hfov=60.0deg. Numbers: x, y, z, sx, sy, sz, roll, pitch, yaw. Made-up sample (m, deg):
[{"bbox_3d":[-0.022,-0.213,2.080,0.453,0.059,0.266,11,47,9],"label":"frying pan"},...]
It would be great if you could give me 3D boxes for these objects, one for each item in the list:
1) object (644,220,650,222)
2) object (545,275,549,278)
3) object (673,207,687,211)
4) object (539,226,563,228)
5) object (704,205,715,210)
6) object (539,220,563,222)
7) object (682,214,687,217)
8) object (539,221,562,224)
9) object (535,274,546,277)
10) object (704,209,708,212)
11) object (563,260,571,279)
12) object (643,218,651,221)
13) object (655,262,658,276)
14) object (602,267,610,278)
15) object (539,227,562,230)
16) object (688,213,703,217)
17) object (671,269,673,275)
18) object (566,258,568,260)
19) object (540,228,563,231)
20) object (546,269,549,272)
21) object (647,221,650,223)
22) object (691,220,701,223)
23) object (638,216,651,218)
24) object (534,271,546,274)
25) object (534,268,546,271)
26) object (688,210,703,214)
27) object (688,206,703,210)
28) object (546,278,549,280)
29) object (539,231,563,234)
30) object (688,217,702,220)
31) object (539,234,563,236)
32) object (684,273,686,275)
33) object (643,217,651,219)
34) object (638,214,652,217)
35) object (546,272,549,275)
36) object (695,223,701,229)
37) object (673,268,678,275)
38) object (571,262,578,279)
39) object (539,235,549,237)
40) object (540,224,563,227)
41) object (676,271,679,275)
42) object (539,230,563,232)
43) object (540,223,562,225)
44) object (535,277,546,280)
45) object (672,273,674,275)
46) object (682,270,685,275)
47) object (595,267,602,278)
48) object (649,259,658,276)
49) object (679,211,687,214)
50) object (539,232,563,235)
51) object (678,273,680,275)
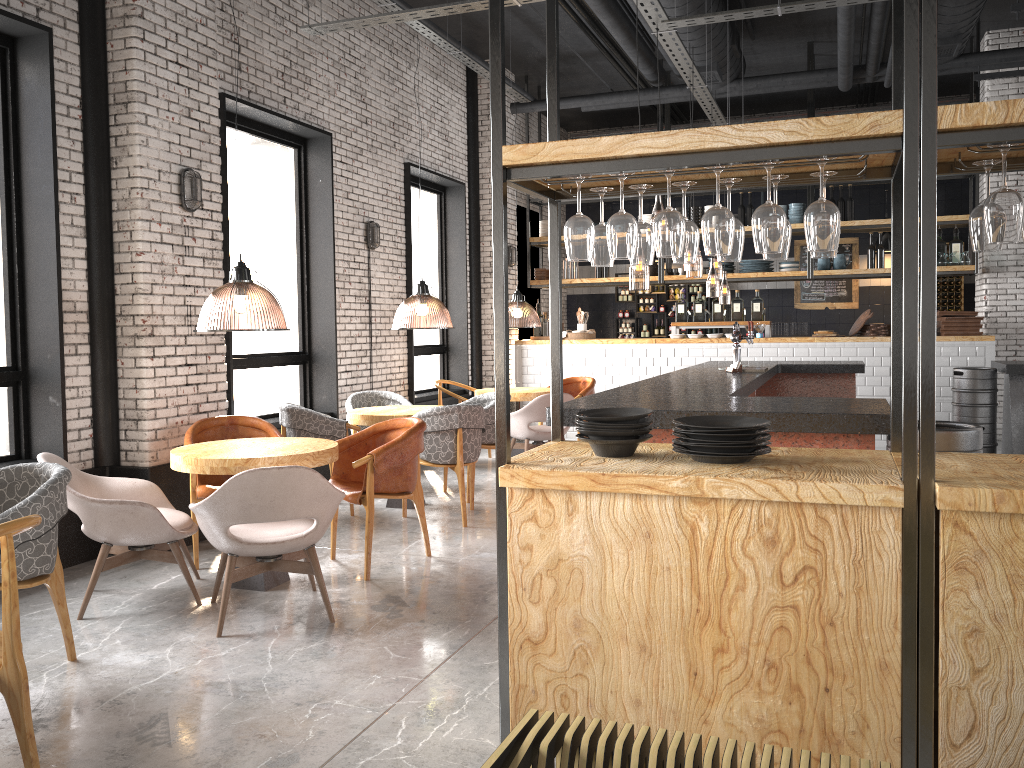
[{"bbox_3d":[1.896,-2.213,12.161,0.334,0.042,0.335,-1,4,4],"label":"object"},{"bbox_3d":[0.515,-1.555,12.846,0.157,0.053,0.168,0,4,20],"label":"object"},{"bbox_3d":[2.273,-2.333,12.023,0.196,0.105,0.196,2,4,42],"label":"object"},{"bbox_3d":[0.557,-2.224,12.657,0.335,0.038,0.335,2,5,41],"label":"object"},{"bbox_3d":[2.676,-2.329,11.874,0.196,0.103,0.197,-1,3,-2],"label":"object"},{"bbox_3d":[0.556,-2.302,12.654,0.334,0.039,0.335,0,4,11],"label":"object"},{"bbox_3d":[2.276,-2.243,12.024,0.196,0.100,0.197,-2,3,-14],"label":"object"},{"bbox_3d":[0.556,-2.283,12.656,0.335,0.041,0.335,0,4,17],"label":"object"},{"bbox_3d":[0.412,-1.538,12.613,0.157,0.053,0.168,0,4,20],"label":"object"},{"bbox_3d":[2.675,-2.284,11.874,0.196,0.100,0.197,0,3,16],"label":"object"},{"bbox_3d":[0.782,-1.595,12.399,0.152,0.264,0.106,-3,4,-42],"label":"object"},{"bbox_3d":[1.897,-2.233,12.161,0.335,0.041,0.335,-1,4,-10],"label":"object"},{"bbox_3d":[1.994,-1.580,12.304,0.203,0.212,0.203,-3,3,-32],"label":"object"},{"bbox_3d":[1.329,-1.714,12.553,0.098,0.471,0.098,-1,2,-2],"label":"object"},{"bbox_3d":[0.556,-2.205,12.659,0.335,0.043,0.335,-3,4,-30],"label":"object"},{"bbox_3d":[2.474,-2.242,11.949,0.196,0.102,0.196,1,4,31],"label":"object"},{"bbox_3d":[2.149,-1.504,11.991,0.072,0.097,0.072,0,3,20],"label":"object"},{"bbox_3d":[0.846,-1.636,12.642,0.179,0.313,0.126,-3,3,-37],"label":"object"},{"bbox_3d":[0.557,-2.189,12.659,0.335,0.038,0.335,-4,5,-44],"label":"object"},{"bbox_3d":[0.513,-1.632,12.843,0.157,0.053,0.168,0,4,20],"label":"object"},{"bbox_3d":[1.897,-2.193,12.162,0.334,0.039,0.335,1,4,28],"label":"object"},{"bbox_3d":[2.476,-2.153,11.955,0.196,0.101,0.196,2,4,40],"label":"object"},{"bbox_3d":[1.896,-2.271,12.159,0.334,0.039,0.335,-1,4,-5],"label":"object"},{"bbox_3d":[0.411,-1.574,12.611,0.157,0.053,0.168,0,4,20],"label":"object"},{"bbox_3d":[0.411,-1.616,12.609,0.157,0.053,0.168,0,4,20],"label":"object"},{"bbox_3d":[2.474,-2.286,11.947,0.196,0.102,0.197,0,3,14],"label":"object"},{"bbox_3d":[2.474,-2.331,11.949,0.196,0.103,0.197,-1,3,-4],"label":"object"},{"bbox_3d":[0.515,-1.510,12.848,0.157,0.053,0.168,0,4,20],"label":"object"},{"bbox_3d":[0.557,-2.151,12.662,0.335,0.044,0.335,-2,4,-13],"label":"object"},{"bbox_3d":[2.476,-2.198,11.948,0.196,0.107,0.196,-1,3,-8],"label":"object"},{"bbox_3d":[0.558,-2.112,12.663,0.335,0.042,0.335,-3,4,-31],"label":"object"},{"bbox_3d":[2.336,-1.510,12.047,0.072,0.097,0.072,0,3,9],"label":"object"},{"bbox_3d":[1.896,-2.252,12.160,0.335,0.044,0.335,-1,4,-9],"label":"object"},{"bbox_3d":[1.896,-2.291,12.158,0.335,0.039,0.335,-1,4,-6],"label":"object"},{"bbox_3d":[0.514,-1.590,12.845,0.157,0.053,0.168,0,4,20],"label":"object"},{"bbox_3d":[2.477,-2.110,11.959,0.196,0.104,0.196,-3,4,-33],"label":"object"},{"bbox_3d":[2.181,-1.496,11.855,0.072,0.097,0.072,2,4,42],"label":"object"},{"bbox_3d":[0.882,-1.611,12.475,0.118,0.293,0.169,0,3,25],"label":"object"},{"bbox_3d":[0.558,-2.092,12.663,0.335,0.033,0.335,-3,4,-31],"label":"object"},{"bbox_3d":[0.556,-2.243,12.657,0.335,0.034,0.335,-1,4,-4],"label":"object"},{"bbox_3d":[2.221,-1.503,11.964,0.072,0.097,0.072,0,3,7],"label":"object"},{"bbox_3d":[0.556,-2.170,12.660,0.334,0.042,0.335,-2,4,-19],"label":"object"},{"bbox_3d":[0.555,-2.263,12.656,0.334,0.040,0.335,0,4,10],"label":"object"},{"bbox_3d":[0.413,-1.494,12.614,0.157,0.053,0.168,0,4,20],"label":"object"},{"bbox_3d":[2.189,-1.511,12.101,0.072,0.097,0.072,0,3,8],"label":"object"},{"bbox_3d":[2.295,-1.503,11.937,0.072,0.097,0.072,0,3,22],"label":"object"},{"bbox_3d":[1.228,-1.715,12.591,0.098,0.471,0.098,-1,2,-2],"label":"object"},{"bbox_3d":[1.894,-1.616,12.125,0.196,0.305,0.196,-3,3,-32],"label":"object"},{"bbox_3d":[2.279,-2.288,12.018,0.196,0.107,0.196,-4,4,-41],"label":"object"},{"bbox_3d":[0.557,-2.131,12.662,0.334,0.039,0.335,0,4,8],"label":"object"},{"bbox_3d":[2.262,-1.511,12.074,0.072,0.097,0.072,-3,4,-38],"label":"object"}]
